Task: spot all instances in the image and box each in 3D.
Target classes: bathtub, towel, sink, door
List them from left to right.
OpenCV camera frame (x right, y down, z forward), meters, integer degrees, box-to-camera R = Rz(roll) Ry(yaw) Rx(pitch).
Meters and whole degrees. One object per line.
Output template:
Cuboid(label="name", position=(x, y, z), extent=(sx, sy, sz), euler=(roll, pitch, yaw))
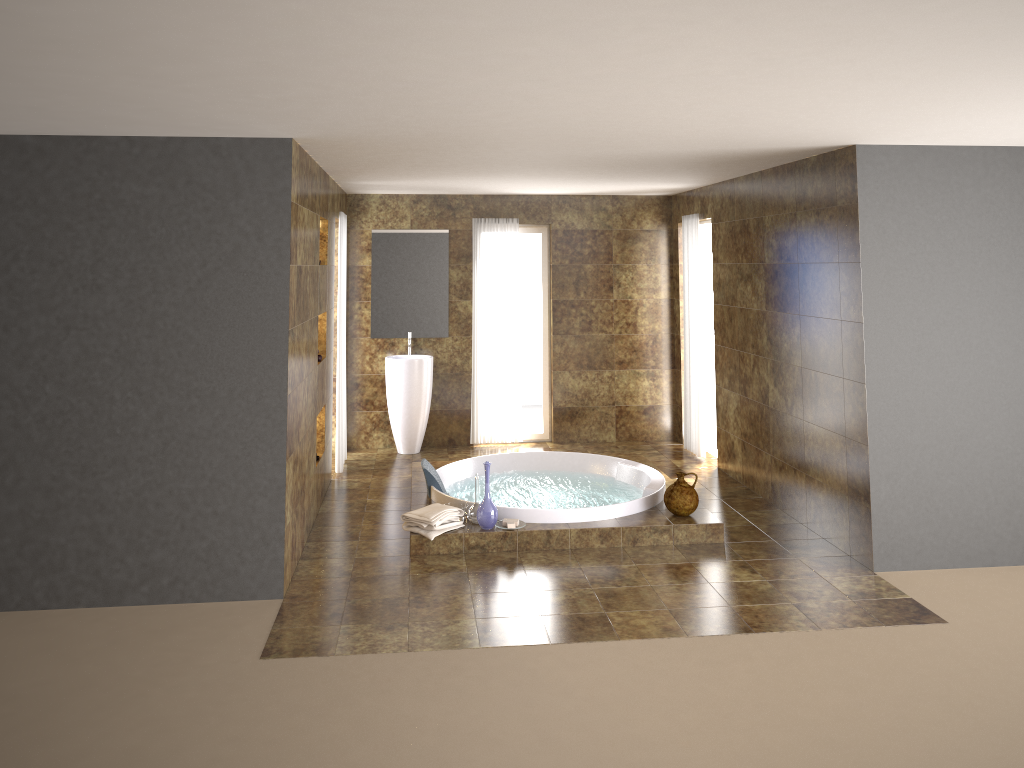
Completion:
Cuboid(label="sink", position=(-0.990, 0.086, 8.319), extent=(0.459, 1.141, 0.432), euler=(0, -4, -4))
Cuboid(label="towel", position=(-0.506, 0.857, 5.485), extent=(0.339, 0.150, 0.322), euler=(4, 7, 38))
Cuboid(label="bathtub", position=(0.257, 0.832, 6.430), extent=(1.750, 0.523, 1.757), euler=(3, 7, 24))
Cuboid(label="door", position=(2.296, -0.475, 8.460), extent=(0.958, 2.236, 0.039), euler=(-2, -5, 27))

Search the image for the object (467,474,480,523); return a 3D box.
Cuboid(label="object", position=(-0.228, 0.739, 5.613), extent=(0.130, 0.309, 0.128), euler=(0, -3, 1))

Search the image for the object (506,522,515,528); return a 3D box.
Cuboid(label="object", position=(-0.007, 0.888, 5.433), extent=(0.053, 0.034, 0.073), euler=(-1, 5, -6))

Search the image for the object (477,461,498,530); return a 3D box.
Cuboid(label="object", position=(-0.157, 0.701, 5.488), extent=(0.136, 0.422, 0.134), euler=(0, -4, 1))

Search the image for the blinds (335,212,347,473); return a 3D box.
Cuboid(label="blinds", position=(-1.517, -0.412, 7.754), extent=(0.068, 2.286, 0.593), euler=(0, -4, -7))

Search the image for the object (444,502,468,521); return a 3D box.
Cuboid(label="object", position=(-0.374, 0.842, 5.706), extent=(0.170, 0.075, 0.170), euler=(-3, 6, -25))

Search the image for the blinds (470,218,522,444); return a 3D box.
Cuboid(label="blinds", position=(-0.157, -0.547, 8.657), extent=(0.519, 2.274, 0.066), euler=(0, -5, -6))

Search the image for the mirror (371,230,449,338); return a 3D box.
Cuboid(label="mirror", position=(-1.019, -1.004, 8.637), extent=(0.768, 1.096, 0.008), euler=(0, -5, -6))

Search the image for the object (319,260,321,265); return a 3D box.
Cuboid(label="object", position=(-1.513, -1.020, 6.475), extent=(0.152, 0.268, 0.121), euler=(0, -3, -6))

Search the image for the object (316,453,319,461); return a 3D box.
Cuboid(label="object", position=(-1.499, 0.421, 6.386), extent=(0.152, 0.275, 0.150), euler=(0, -2, -6))

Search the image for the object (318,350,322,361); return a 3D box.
Cuboid(label="object", position=(-1.512, -0.313, 6.476), extent=(0.174, 0.286, 0.110), euler=(0, -3, -6))

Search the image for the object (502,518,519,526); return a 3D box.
Cuboid(label="object", position=(-0.007, 0.881, 5.503), extent=(0.100, 0.032, 0.061), euler=(1, 5, 9))

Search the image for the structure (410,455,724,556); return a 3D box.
Cuboid(label="structure", position=(0.258, 0.840, 6.431), extent=(2.004, 0.124, 2.013), euler=(-1, 8, -6))

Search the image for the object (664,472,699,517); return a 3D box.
Cuboid(label="object", position=(1.126, 0.731, 5.753), extent=(0.230, 0.276, 0.229), euler=(0, 0, -34))

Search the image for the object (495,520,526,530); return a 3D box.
Cuboid(label="object", position=(-0.009, 0.898, 5.491), extent=(0.190, 0.018, 0.191), euler=(-3, 8, -17))

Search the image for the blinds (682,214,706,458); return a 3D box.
Cuboid(label="blinds", position=(1.704, -0.488, 8.212), extent=(0.069, 2.286, 0.478), euler=(0, -5, -7))
